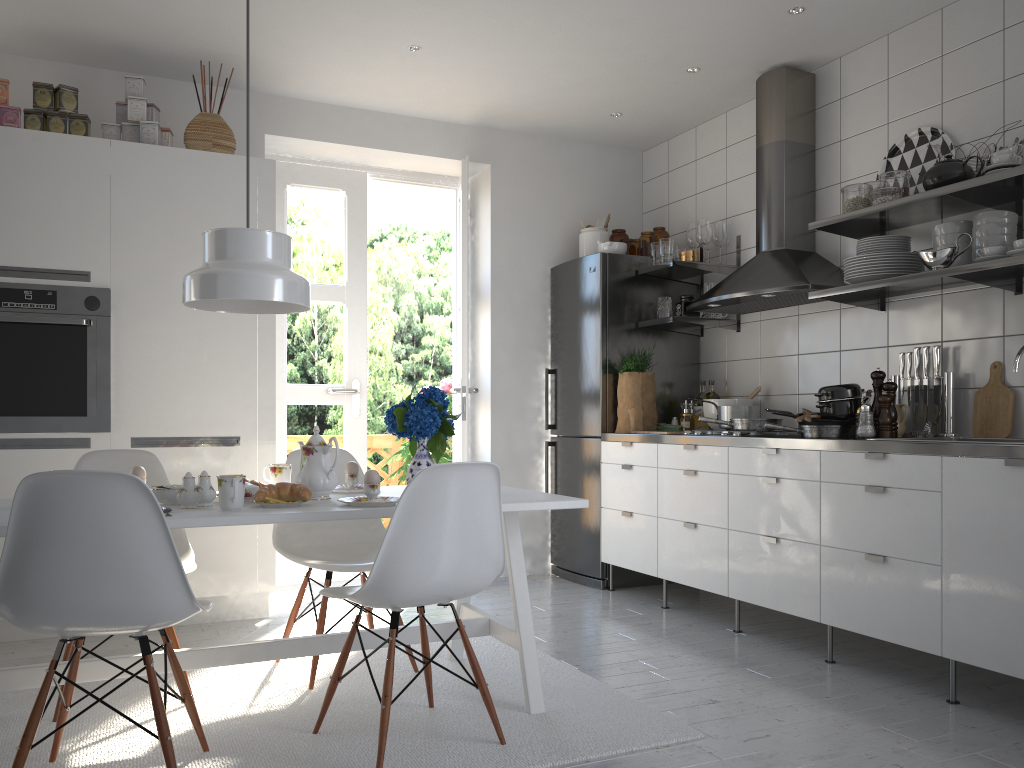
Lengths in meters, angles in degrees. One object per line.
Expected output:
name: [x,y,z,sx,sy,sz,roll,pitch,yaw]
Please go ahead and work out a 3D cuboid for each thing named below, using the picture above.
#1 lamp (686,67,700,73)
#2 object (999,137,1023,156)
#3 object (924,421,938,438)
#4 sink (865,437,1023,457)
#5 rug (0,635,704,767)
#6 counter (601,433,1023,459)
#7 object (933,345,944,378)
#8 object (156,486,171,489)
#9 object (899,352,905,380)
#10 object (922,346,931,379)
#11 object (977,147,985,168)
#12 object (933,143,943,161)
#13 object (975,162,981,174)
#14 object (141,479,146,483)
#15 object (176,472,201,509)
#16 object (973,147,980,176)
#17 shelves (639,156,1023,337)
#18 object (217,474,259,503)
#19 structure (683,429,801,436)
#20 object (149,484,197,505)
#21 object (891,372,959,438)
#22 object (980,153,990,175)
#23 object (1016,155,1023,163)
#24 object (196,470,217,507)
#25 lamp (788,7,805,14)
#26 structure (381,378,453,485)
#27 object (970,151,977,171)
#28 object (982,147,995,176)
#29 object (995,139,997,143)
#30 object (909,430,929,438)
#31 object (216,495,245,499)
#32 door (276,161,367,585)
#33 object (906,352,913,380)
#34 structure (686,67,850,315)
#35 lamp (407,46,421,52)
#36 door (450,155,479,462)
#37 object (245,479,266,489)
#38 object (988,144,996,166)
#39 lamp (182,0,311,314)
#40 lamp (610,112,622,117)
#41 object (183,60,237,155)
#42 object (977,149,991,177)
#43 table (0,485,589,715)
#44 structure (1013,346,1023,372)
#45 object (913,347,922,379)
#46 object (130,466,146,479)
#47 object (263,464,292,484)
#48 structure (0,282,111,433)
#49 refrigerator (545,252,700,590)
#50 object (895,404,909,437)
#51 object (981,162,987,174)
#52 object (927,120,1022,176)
lamp: [0.862,-1.505,4.218,0.064,0.030,0.064,1,-2,-33]
object: [1.804,-0.792,3.194,0.077,0.203,0.104,0,0,-28]
object: [1.664,0.179,3.510,0.029,0.068,0.069,0,-1,-21]
sink: [1.644,0.243,2.961,0.487,0.111,0.766,1,-2,-25]
rug: [-0.801,1.017,2.690,2.310,0.004,1.427,1,-2,-26]
counter: [1.465,0.230,3.393,0.650,0.045,3.241,1,-2,-25]
object: [1.699,-0.088,3.532,0.022,0.132,0.046,0,0,-22]
object: [-0.971,0.303,2.548,0.031,0.032,0.138,0,-2,19]
object: [1.625,-0.074,3.689,0.019,0.114,0.027,0,0,-30]
object: [1.675,-0.087,3.583,0.022,0.132,0.033,0,0,-21]
object: [1.777,-0.795,3.363,0.025,0.227,0.086,0,0,34]
object: [1.653,-0.803,3.383,0.021,0.250,0.113,0,0,-21]
object: [1.744,-0.769,3.362,0.097,0.175,0.023,0,0,-14]
object: [-1.166,0.324,2.762,0.048,0.057,0.048,0,-1,15]
object: [-0.902,0.296,2.474,0.065,0.102,0.069,0,-1,-26]
object: [1.768,-0.796,3.395,0.063,0.232,0.029,0,0,-37]
shelves: [1.417,-0.568,3.761,0.427,0.512,2.541,0,-2,-26]
object: [-0.815,0.313,2.674,0.140,0.084,0.187,1,-2,-25]
structure: [1.096,0.224,4.147,0.490,0.029,0.467,1,-2,-25]
object: [-0.989,0.323,2.603,0.158,0.058,0.158,1,-2,-35]
object: [1.666,0.089,3.603,0.067,0.260,0.322,0,-1,-26]
object: [1.748,-0.775,3.316,0.081,0.187,0.023,0,0,-16]
object: [1.797,-0.750,3.183,0.084,0.130,0.084,-1,-1,43]
object: [-0.881,0.299,2.538,0.065,0.102,0.069,0,-1,-26]
lamp: [1.156,-1.529,3.602,0.064,0.030,0.064,1,-2,-33]
structure: [-0.410,0.539,6.814,1.175,1.280,1.262,0,-1,-24]
object: [1.754,-0.790,3.381,0.028,0.220,0.100,0,0,36]
object: [1.753,-0.779,3.287,0.023,0.190,0.062,0,0,-44]
object: [1.767,-0.797,3.306,0.027,0.226,0.085,0,0,-43]
object: [1.602,0.196,3.487,0.070,0.031,0.072,1,-2,-25]
object: [-0.837,0.331,2.605,0.180,0.001,0.022,-2,-3,38]
door: [-1.111,-0.056,4.972,0.602,2.326,0.156,0,0,-26]
object: [1.641,-0.075,3.657,0.019,0.114,0.027,0,0,-30]
structure: [1.186,-0.928,4.191,0.472,1.092,0.869,0,-1,-26]
lamp: [-0.439,-1.514,3.975,0.064,0.030,0.064,1,-2,-33]
door: [-0.280,-0.053,5.054,0.156,2.326,0.602,0,0,-6]
object: [-0.876,0.325,2.849,0.161,0.057,0.124,-1,-2,29]
object: [1.784,-0.791,3.320,0.068,0.217,0.020,0,0,0]
lamp: [-0.801,-0.894,2.688,0.373,1.323,0.373,0,0,6]
lamp: [0.568,-1.481,4.834,0.064,0.030,0.064,1,-2,-33]
object: [-1.362,-1.221,3.997,0.229,0.452,0.091,0,0,-25]
object: [1.728,-0.774,3.288,0.090,0.181,0.023,0,0,37]
table: [-0.761,0.686,2.708,1.826,0.660,0.814,1,-2,-26]
structure: [1.847,0.028,3.027,0.189,0.352,0.274,0,-1,41]
object: [1.657,-0.085,3.621,0.022,0.132,0.033,0,0,-21]
object: [-1.166,0.286,2.762,0.048,0.063,0.048,0,-1,-21]
object: [-0.793,0.321,3.010,0.091,0.095,0.078,1,-1,-27]
structure: [-1.972,-0.099,3.753,0.727,0.609,0.322,1,-1,-26]
refrigerator: [0.621,0.213,5.105,0.694,1.800,0.576,0,0,-26]
object: [1.550,0.145,3.627,0.115,0.144,0.127,0,-1,13]
object: [1.749,-0.776,3.339,0.153,0.187,0.029,0,0,-12]
object: [1.727,-0.819,3.335,0.198,0.279,0.378,1,-2,-43]
